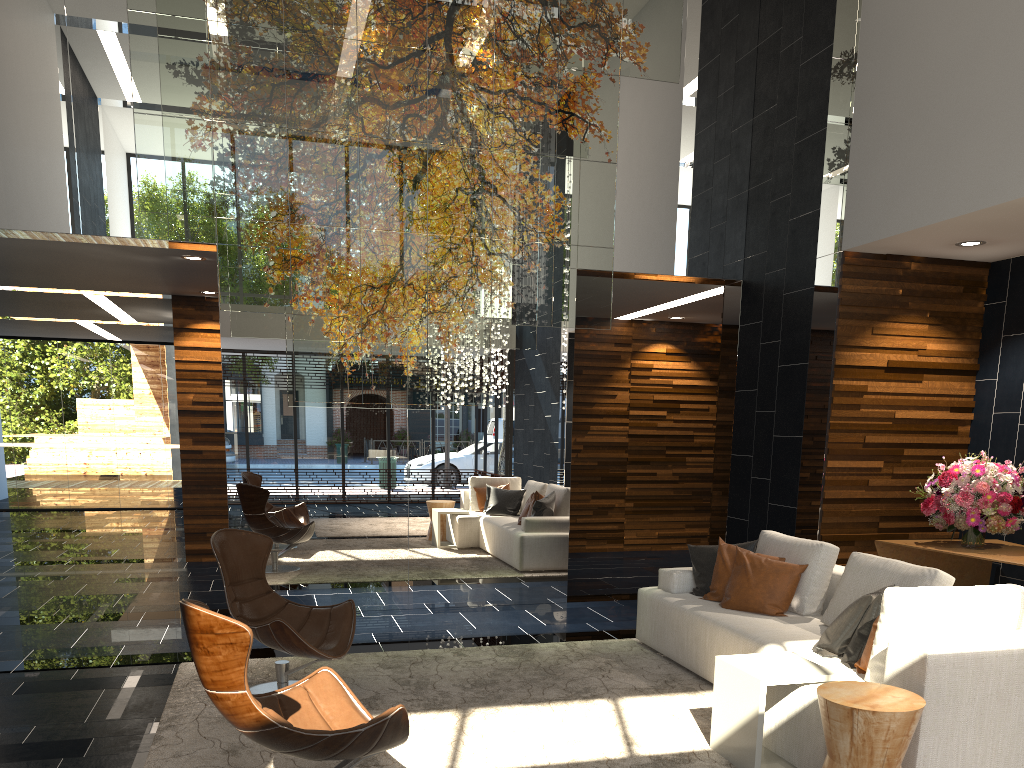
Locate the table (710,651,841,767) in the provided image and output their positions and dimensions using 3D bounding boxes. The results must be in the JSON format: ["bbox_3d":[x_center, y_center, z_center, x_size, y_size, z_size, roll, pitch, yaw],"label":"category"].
[{"bbox_3d":[1.209,1.525,4.001,0.400,0.478,0.390,0,5,-16],"label":"table"}]

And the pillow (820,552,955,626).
[{"bbox_3d":[2.001,1.161,4.643,0.290,0.446,0.705,-1,1,-15],"label":"pillow"}]

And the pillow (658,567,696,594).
[{"bbox_3d":[1.332,1.356,6.013,0.623,0.155,0.235,2,1,-21],"label":"pillow"}]

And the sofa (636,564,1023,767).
[{"bbox_3d":[1.632,1.461,4.898,1.290,0.697,2.799,1,-2,-16],"label":"sofa"}]

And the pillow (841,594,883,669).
[{"bbox_3d":[1.804,1.187,4.193,0.251,0.425,0.549,7,6,42],"label":"pillow"}]

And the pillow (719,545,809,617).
[{"bbox_3d":[1.531,1.224,5.318,0.513,0.424,0.265,3,7,44],"label":"pillow"}]

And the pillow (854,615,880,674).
[{"bbox_3d":[1.817,1.163,3.991,0.519,0.425,0.261,0,7,-20],"label":"pillow"}]

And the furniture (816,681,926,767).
[{"bbox_3d":[1.383,1.471,3.389,0.391,0.535,0.383,3,6,19],"label":"furniture"}]

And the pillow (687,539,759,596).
[{"bbox_3d":[1.400,1.220,5.728,0.550,0.426,0.250,2,7,31],"label":"pillow"}]

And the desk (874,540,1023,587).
[{"bbox_3d":[3.440,1.499,5.505,0.990,0.764,2.203,0,-1,-16],"label":"desk"}]

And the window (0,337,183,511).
[{"bbox_3d":[-7.131,0.716,14.522,3.956,2.922,0.058,0,10,-15],"label":"window"}]

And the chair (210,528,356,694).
[{"bbox_3d":[-1.290,1.284,4.755,0.787,0.955,0.658,2,6,12],"label":"chair"}]

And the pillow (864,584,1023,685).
[{"bbox_3d":[1.936,1.114,3.818,0.711,0.472,0.211,1,8,-14],"label":"pillow"}]

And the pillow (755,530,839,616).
[{"bbox_3d":[1.760,1.191,5.492,0.247,0.461,0.705,-1,2,-16],"label":"pillow"}]

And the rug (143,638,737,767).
[{"bbox_3d":[1.163,1.800,4.771,5.899,0.006,3.156,2,-3,-16],"label":"rug"}]

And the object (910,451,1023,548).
[{"bbox_3d":[3.232,0.799,5.984,0.689,0.695,0.646,-1,5,-24],"label":"object"}]

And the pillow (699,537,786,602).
[{"bbox_3d":[1.481,1.209,5.528,0.543,0.442,0.239,3,7,39],"label":"pillow"}]

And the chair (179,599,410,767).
[{"bbox_3d":[-0.757,1.216,3.177,0.666,0.955,0.779,6,7,42],"label":"chair"}]

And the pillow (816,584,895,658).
[{"bbox_3d":[1.746,1.196,4.363,0.296,0.374,0.499,5,4,34],"label":"pillow"}]
